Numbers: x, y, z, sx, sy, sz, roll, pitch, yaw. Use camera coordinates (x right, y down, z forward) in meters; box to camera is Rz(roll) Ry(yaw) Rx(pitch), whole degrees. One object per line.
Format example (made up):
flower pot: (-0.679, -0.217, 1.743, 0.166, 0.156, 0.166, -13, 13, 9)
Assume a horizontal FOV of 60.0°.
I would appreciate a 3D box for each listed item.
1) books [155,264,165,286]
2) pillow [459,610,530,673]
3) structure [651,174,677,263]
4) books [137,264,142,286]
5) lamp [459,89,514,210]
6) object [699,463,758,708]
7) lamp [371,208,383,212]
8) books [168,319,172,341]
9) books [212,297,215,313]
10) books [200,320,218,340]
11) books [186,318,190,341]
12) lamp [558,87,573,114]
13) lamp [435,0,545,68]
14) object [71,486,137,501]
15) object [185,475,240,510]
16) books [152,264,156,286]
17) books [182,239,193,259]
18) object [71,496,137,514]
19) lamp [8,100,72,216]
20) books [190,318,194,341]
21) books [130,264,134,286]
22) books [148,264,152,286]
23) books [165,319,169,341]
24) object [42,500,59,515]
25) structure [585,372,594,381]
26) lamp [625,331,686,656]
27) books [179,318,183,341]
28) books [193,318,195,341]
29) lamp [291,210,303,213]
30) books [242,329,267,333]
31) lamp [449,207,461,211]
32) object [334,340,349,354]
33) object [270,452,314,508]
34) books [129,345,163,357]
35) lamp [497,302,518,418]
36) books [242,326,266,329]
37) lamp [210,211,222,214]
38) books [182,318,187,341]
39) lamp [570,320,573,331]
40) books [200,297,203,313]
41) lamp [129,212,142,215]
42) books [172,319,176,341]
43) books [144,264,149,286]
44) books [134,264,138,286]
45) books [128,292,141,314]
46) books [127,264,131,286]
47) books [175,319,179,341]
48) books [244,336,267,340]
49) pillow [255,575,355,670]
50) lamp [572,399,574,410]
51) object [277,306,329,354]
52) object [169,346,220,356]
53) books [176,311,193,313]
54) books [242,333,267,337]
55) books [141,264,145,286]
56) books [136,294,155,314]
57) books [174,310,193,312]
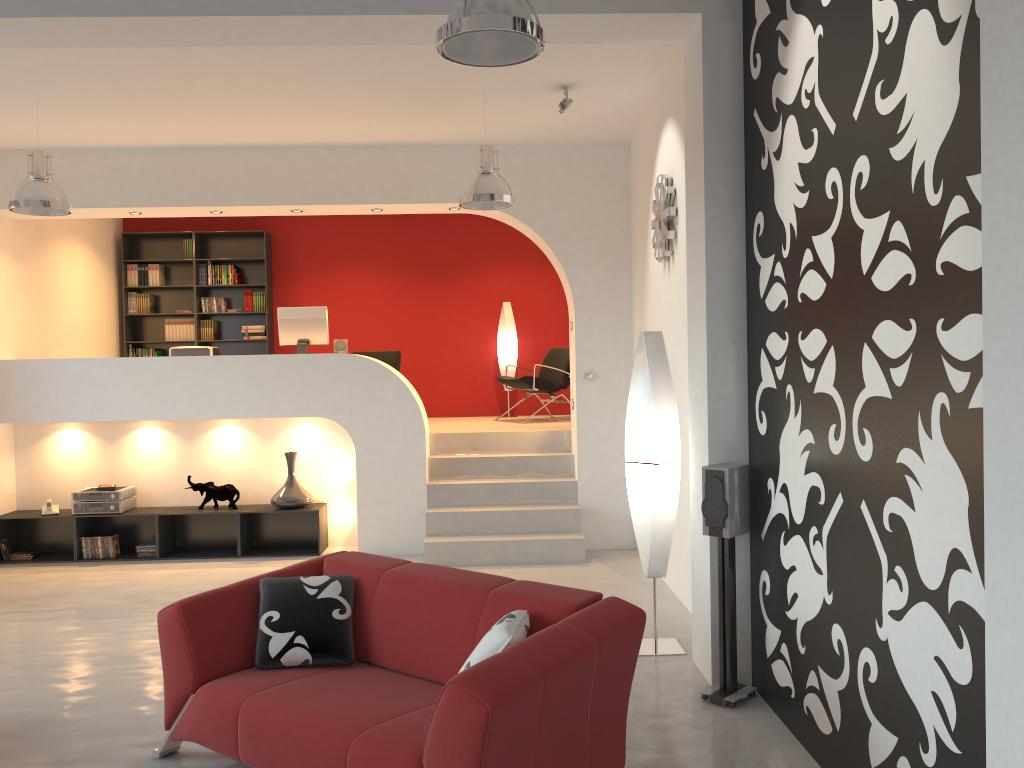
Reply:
books: (-4.100, -1.256, 10.335, 0.040, 0.260, 0.200, -1, 1, -2)
pillow: (-0.086, 0.996, 3.124, 0.288, 0.343, 0.402, -1, 1, 6)
structure: (1.032, -1.139, 6.112, 0.090, 0.596, 0.596, -1, 1, -2)
books: (-4.303, -1.252, 10.329, 0.040, 0.260, 0.200, -1, 1, -2)
lamp: (-0.181, -1.623, 6.072, 0.379, 0.800, 0.379, -2, 1, -31)
object: (1.022, 0.942, 4.214, 0.214, 1.112, 0.229, 0, 2, 43)
lamp: (-1.187, -1.529, 7.799, 0.105, 0.011, 0.105, -1, 1, -13)
books: (-3.956, -0.627, 10.353, 0.040, 0.260, 0.200, -1, 1, -2)
books: (-3.475, -0.918, 10.382, 0.031, 0.190, 0.135, -1, 1, -2)
books: (-3.546, -0.625, 10.377, 0.146, 0.240, 0.170, -1, 1, -2)
books: (-3.753, -0.631, 10.359, 0.040, 0.260, 0.200, -1, 1, -2)
lamp: (0.368, -1.941, 6.073, 0.112, 0.176, 0.118, 0, 2, 40)
lamp: (-0.083, -1.563, 3.074, 0.379, 0.800, 0.379, -1, 1, -9)
object: (-3.569, 0.959, 7.763, 0.430, 0.077, 0.349, -1, 1, -2)
object: (-2.634, 0.949, 7.813, 0.507, 0.296, 0.191, -1, 1, 14)
books: (-4.140, -1.256, 10.334, 0.040, 0.260, 0.200, -1, 1, -2)
books: (-3.742, -1.555, 10.352, 0.146, 0.240, 0.170, -1, 1, -2)
object: (-3.566, 1.057, 7.757, 0.430, 0.100, 0.365, -1, 1, -2)
lamp: (-3.188, -1.562, 5.975, 0.379, 0.800, 0.379, -2, 1, -31)
books: (-3.712, -0.632, 10.360, 0.040, 0.260, 0.200, -1, 1, -2)
books: (-4.383, -1.251, 10.326, 0.040, 0.260, 0.200, -1, 1, -2)
books: (-4.181, -1.255, 10.333, 0.040, 0.260, 0.200, -1, 1, -2)
books: (-3.996, -0.626, 10.351, 0.040, 0.260, 0.200, -1, 1, -2)
object: (-3.989, 1.059, 7.665, 0.130, 0.117, 0.146, -2, 1, -26)
structure: (0.669, -0.067, 7.631, 0.080, 0.080, 0.016, -1, 1, -2)
lamp: (0.794, 0.597, 4.983, 0.313, 1.779, 0.313, -1, 1, 6)
books: (-3.834, -0.629, 10.357, 0.040, 0.260, 0.200, -1, 1, -2)
books: (-3.672, -0.633, 10.362, 0.040, 0.260, 0.200, -1, 1, -2)
lamp: (-1.886, -1.515, 7.776, 0.105, 0.011, 0.105, -1, 1, -13)
books: (-3.002, -0.616, 10.367, 0.260, 0.040, 0.200, -1, 1, -2)
lamp: (-0.506, -1.543, 7.821, 0.105, 0.011, 0.105, -1, 1, -13)
object: (-1.595, -0.340, 8.265, 0.133, 0.147, 0.151, -2, 1, -18)
object: (-1.941, 0.843, 7.810, 0.369, 0.481, 0.369, -2, 1, -37)
books: (-4.259, -0.317, 10.338, 0.341, 0.286, 0.231, -1, 1, -2)
lamp: (-0.050, -0.285, 10.412, 0.237, 1.349, 0.237, -1, 1, 6)
books: (-2.992, -0.656, 10.358, 0.260, 0.040, 0.200, -1, 1, -2)
lamp: (-2.586, -1.501, 7.754, 0.105, 0.011, 0.105, -1, 1, -13)
books: (-3.794, -0.630, 10.358, 0.040, 0.260, 0.200, -1, 1, -2)
lamp: (0.527, -0.519, 7.876, 0.011, 0.105, 0.105, -1, 1, -2)
books: (-3.610, -0.915, 10.378, 0.031, 0.190, 0.135, -1, 1, -2)
lamp: (-3.285, -1.487, 7.731, 0.105, 0.011, 0.105, -1, 1, -13)
books: (-3.915, -0.628, 10.354, 0.040, 0.260, 0.200, -1, 1, -2)
books: (-4.222, -1.254, 10.331, 0.040, 0.260, 0.200, -1, 1, -2)
books: (-4.343, -1.251, 10.327, 0.040, 0.260, 0.200, -1, 1, -2)
books: (-4.396, -0.932, 10.344, 0.090, 0.256, 0.181, -1, 1, -2)
books: (-4.424, -1.250, 10.325, 0.040, 0.260, 0.200, -1, 1, -2)
books: (-3.875, -0.629, 10.355, 0.040, 0.260, 0.200, -1, 1, -2)
books: (-2.978, -0.536, 10.374, 0.260, 0.040, 0.200, -1, 1, 0)
pillow: (-0.867, 0.999, 3.744, 0.402, 0.343, 0.288, -1, 1, -9)
lamp: (0.540, 0.180, 7.890, 0.011, 0.105, 0.105, -1, 1, -2)
object: (-1.925, -0.485, 8.202, 0.458, 0.452, 0.230, -1, 1, -2)
object: (-2.919, -0.241, 8.254, 0.397, 0.217, 0.458, -1, 1, -2)
books: (-3.809, -0.839, 10.373, 0.190, 0.015, 0.135, -1, 1, -2)
books: (-2.997, -0.576, 10.369, 0.260, 0.040, 0.200, -1, 1, -2)
books: (-4.262, -1.253, 10.330, 0.040, 0.260, 0.200, -1, 1, -2)
books: (-4.275, -0.927, 10.348, 0.146, 0.240, 0.170, -1, 1, -2)
books: (-3.828, -0.853, 10.372, 0.190, 0.015, 0.135, -1, 1, -2)
